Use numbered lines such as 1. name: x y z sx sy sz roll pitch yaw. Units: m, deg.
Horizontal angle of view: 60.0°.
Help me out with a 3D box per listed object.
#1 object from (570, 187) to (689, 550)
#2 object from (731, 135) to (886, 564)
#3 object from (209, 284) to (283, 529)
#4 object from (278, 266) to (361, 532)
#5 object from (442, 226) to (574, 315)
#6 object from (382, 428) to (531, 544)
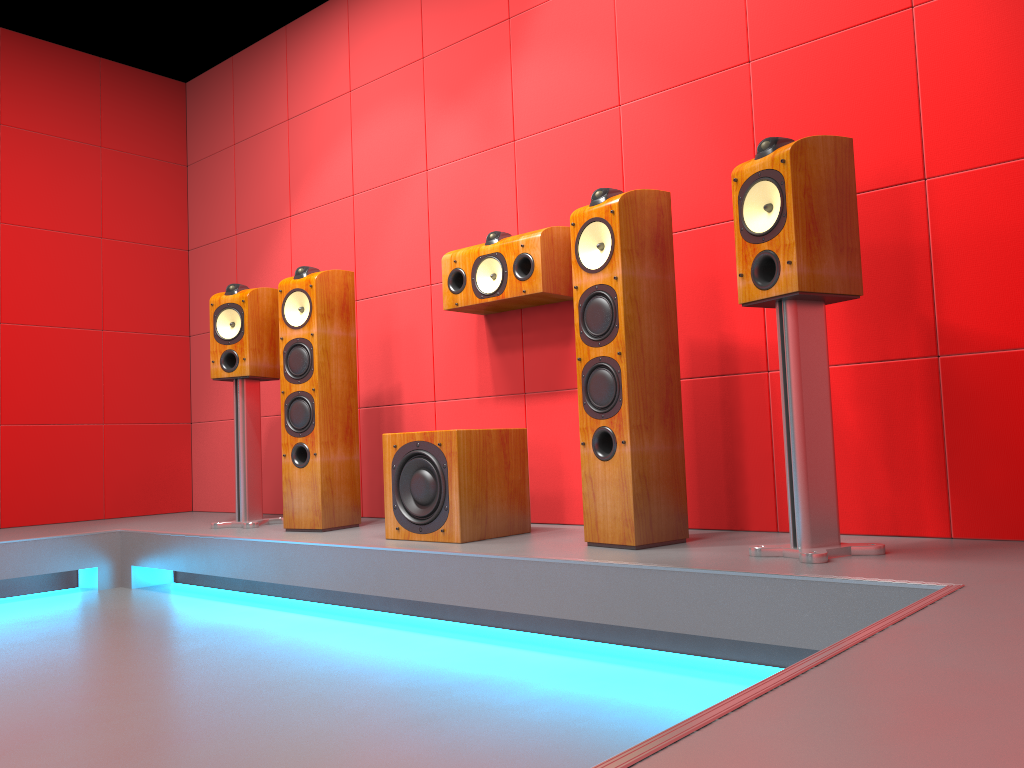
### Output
1. object: 0.341 -0.056 2.630 0.238 1.052 0.203 1 -5 -39
2. object: 0.740 -0.101 2.254 0.265 1.058 0.231 0 -4 -29
3. object: -1.167 0.090 3.908 0.231 1.058 0.265 -4 -4 21
4. object: -0.777 0.054 3.570 0.203 1.052 0.238 -5 -5 31
5. object: -0.012 -0.434 3.347 0.493 0.271 0.235 -6 -5 41
6. object: -0.193 0.342 3.049 0.360 0.360 0.360 -6 -5 41
